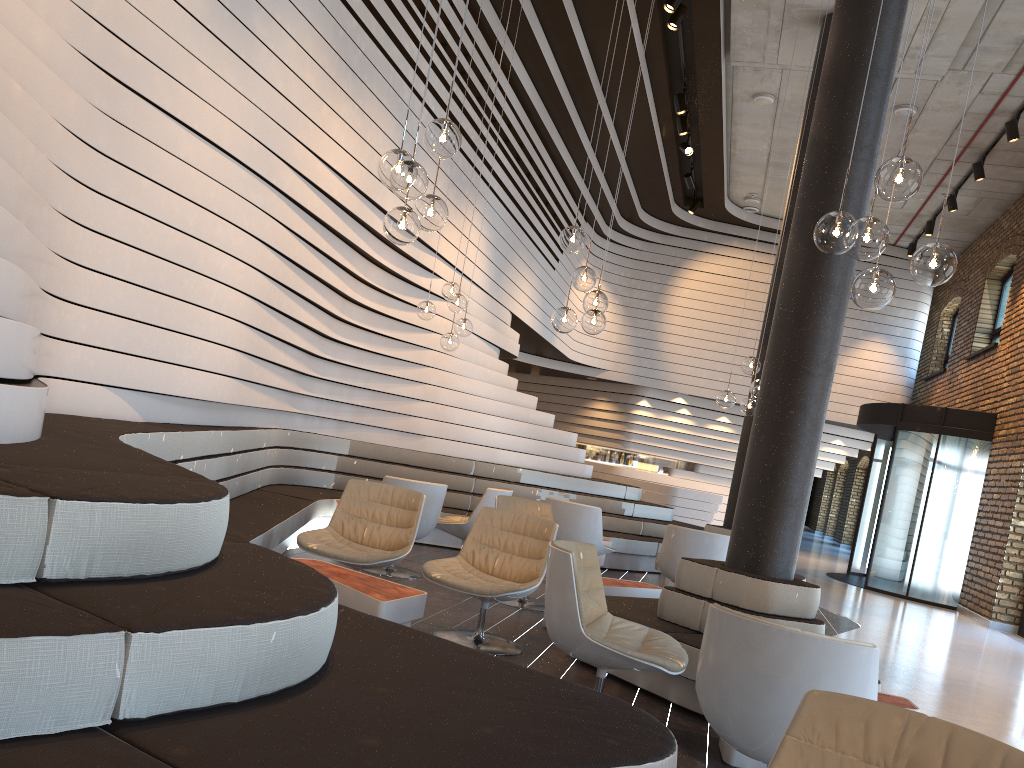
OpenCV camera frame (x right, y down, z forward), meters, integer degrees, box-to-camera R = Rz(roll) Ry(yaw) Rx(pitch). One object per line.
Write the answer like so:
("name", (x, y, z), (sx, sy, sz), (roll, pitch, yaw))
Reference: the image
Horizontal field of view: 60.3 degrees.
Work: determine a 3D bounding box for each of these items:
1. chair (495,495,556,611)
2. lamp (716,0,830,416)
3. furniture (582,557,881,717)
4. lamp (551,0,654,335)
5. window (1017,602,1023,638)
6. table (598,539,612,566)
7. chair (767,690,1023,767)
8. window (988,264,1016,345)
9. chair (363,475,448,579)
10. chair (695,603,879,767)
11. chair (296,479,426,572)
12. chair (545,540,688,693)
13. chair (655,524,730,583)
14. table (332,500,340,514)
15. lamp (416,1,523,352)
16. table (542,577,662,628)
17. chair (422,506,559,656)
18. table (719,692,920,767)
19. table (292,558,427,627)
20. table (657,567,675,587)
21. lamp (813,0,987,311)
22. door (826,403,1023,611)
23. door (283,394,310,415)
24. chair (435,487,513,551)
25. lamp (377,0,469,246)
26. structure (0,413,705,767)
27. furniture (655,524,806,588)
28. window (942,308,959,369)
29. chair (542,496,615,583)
("chair", (0.153, 1.279, 6.666), (0.659, 0.768, 0.707), (11, 0, -36))
("lamp", (2.360, -1.658, 13.297), (9.014, 4.623, 42.014), (10, -4, 14))
("furniture", (1.039, 1.351, 4.948), (1.277, 0.723, 1.769), (11, -3, -15))
("lamp", (0.822, -2.650, 5.561), (0.308, 4.757, 0.662), (11, 2, 23))
("window", (6.157, 1.688, 9.512), (0.130, 2.542, 2.358), (11, 0, 14))
("table", (0.572, 1.707, 8.883), (0.907, 0.372, 0.412), (11, -1, -14))
("chair", (0.605, 1.024, 1.623), (0.713, 0.769, 0.653), (11, 0, -39))
("window", (7.624, -1.161, 13.442), (0.125, 1.455, 1.573), (11, -1, 14))
("chair", (-0.912, 1.104, 6.985), (0.659, 0.768, 0.707), (11, 0, -32))
("chair", (0.946, 1.185, 3.080), (0.654, 0.768, 0.713), (10, 0, 32))
("chair", (-0.924, 0.994, 5.387), (0.654, 0.768, 0.712), (10, 0, 21))
("chair", (0.449, 1.155, 4.008), (0.708, 0.769, 0.657), (10, 0, 17))
("chair", (1.507, 1.574, 7.319), (0.655, 0.768, 0.711), (10, 0, 15))
("table", (-1.320, 1.305, 8.107), (0.909, 0.371, 0.412), (13, -2, -39))
("lamp", (-0.171, -2.618, 7.516), (0.533, 4.729, 0.331), (9, 3, -24))
("table", (0.573, 1.513, 5.997), (0.909, 0.371, 0.412), (13, -2, -39))
("chair", (-0.133, 1.121, 5.104), (0.654, 0.768, 0.713), (10, 0, 34))
("table", (1.276, 1.496, 3.814), (0.904, 0.372, 0.414), (10, -1, 6))
("table", (-0.779, 1.156, 4.413), (0.415, 0.371, 0.902), (11, -3, -43))
("table", (1.754, 1.870, 8.062), (0.903, 0.372, 0.414), (10, -1, 16))
("lamp", (1.843, -2.601, 3.342), (0.545, 4.690, 0.292), (10, 2, -1))
("door", (6.840, 1.996, 13.740), (3.193, 2.860, 3.260), (10, -1, 21))
("door", (-2.804, 0.354, 11.094), (0.969, 2.112, 0.162), (11, 2, 14))
("chair", (-0.408, 1.257, 7.873), (0.709, 0.769, 0.657), (10, 0, 13))
("lamp", (-0.021, -2.914, 3.828), (0.293, 4.690, 0.543), (11, 2, 9))
("structure", (-1.307, 0.770, 4.329), (5.763, 0.929, 18.245), (10, -4, 11))
("furniture", (2.440, 1.882, 8.976), (1.779, 0.724, 1.270), (13, -3, -40))
("window", (8.311, -0.838, 16.343), (0.125, 1.455, 1.573), (11, -1, 14))
("chair", (0.571, 1.447, 8.011), (0.654, 0.768, 0.712), (10, 0, 30))
